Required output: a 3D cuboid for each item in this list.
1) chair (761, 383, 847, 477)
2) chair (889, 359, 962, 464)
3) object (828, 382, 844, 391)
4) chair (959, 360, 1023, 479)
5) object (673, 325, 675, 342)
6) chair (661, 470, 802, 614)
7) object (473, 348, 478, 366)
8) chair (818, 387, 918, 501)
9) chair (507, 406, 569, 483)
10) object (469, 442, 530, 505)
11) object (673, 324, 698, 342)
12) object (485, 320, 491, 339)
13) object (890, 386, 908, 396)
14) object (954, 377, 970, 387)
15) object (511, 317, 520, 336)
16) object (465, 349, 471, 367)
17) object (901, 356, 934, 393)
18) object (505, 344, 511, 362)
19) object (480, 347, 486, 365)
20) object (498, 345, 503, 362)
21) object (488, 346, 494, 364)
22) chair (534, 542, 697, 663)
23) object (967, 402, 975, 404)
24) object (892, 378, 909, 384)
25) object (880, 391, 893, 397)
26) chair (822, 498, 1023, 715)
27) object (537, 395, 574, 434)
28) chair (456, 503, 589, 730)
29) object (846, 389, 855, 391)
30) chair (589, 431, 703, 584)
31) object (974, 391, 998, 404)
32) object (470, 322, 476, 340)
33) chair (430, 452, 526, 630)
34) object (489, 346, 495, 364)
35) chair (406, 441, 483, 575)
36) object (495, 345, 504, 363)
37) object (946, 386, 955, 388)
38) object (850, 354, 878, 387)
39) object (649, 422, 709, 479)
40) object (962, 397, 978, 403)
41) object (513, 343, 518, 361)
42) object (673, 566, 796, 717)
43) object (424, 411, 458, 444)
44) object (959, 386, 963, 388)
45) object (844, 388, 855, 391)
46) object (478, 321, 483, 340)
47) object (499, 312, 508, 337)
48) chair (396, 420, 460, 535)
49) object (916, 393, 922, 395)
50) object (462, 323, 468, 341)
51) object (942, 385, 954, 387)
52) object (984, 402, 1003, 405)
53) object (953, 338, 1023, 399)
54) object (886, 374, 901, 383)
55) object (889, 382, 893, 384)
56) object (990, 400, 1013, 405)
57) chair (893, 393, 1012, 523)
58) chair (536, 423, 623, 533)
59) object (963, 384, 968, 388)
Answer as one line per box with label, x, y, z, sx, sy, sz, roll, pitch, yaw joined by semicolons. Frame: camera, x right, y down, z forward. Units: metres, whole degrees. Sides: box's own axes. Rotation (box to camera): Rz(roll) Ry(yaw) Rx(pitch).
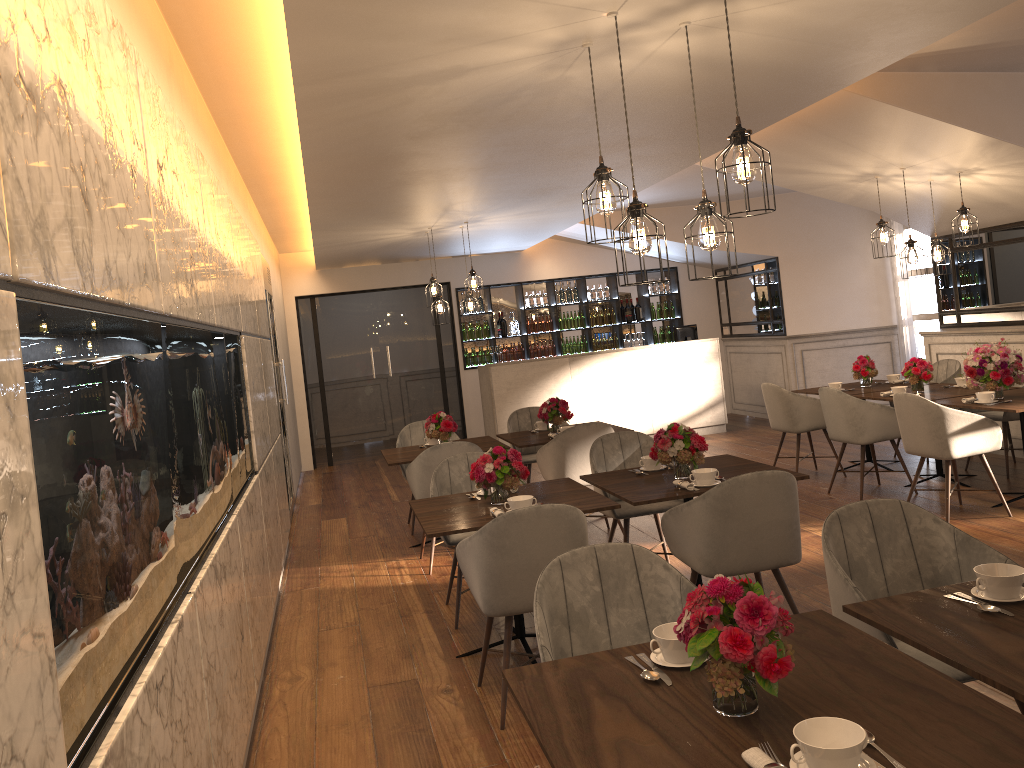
chair;2.536;0.391;7.804;0.527;0.872;0.565;-6;1;-12
chair;3.824;0.233;8.096;0.527;0.872;0.565;-6;1;-12
object;2.875;0.027;7.864;0.148;0.072;0.149;-5;3;31
chair;4.017;0.268;7.177;0.527;0.872;0.565;-6;1;-12
object;2.404;-0.739;13.043;0.066;0.261;0.065;-6;0;-33
chair;1.019;0.790;3.956;0.565;0.872;0.526;-6;1;-12
object;-0.518;-0.383;12.422;0.066;0.261;0.065;-6;0;-33
chair;2.729;0.426;6.885;0.527;0.872;0.565;-6;1;-12
chair;0.251;0.648;7.683;0.565;0.872;0.526;-6;1;-12
object;-0.067;0.442;4.395;0.305;0.301;0.235;-6;1;10
object;2.259;-0.592;11.390;0.410;0.329;0.129;-8;1;-34
object;-0.342;-0.769;12.467;0.066;0.261;0.065;-6;0;-33
object;3.059;0.060;6.988;0.148;0.072;0.149;-5;3;31
object;3.644;-0.013;7.149;0.148;0.072;0.149;-5;3;31
object;0.041;-0.825;12.546;0.108;0.281;0.108;-6;1;34
object;-0.625;-0.369;12.399;0.066;0.261;0.065;-6;0;-33
object;3.254;-0.085;7.129;0.234;0.301;0.306;-6;2;7
object;-0.065;-0.438;12.518;0.066;0.261;0.065;-6;0;-33
object;-0.410;-0.396;12.445;0.066;0.261;0.065;-6;0;-33
object;-0.173;-0.425;12.495;0.066;0.261;0.065;-6;0;-33
object;-0.303;-0.409;12.468;0.066;0.261;0.065;-6;0;-33
chair;0.358;0.948;2.538;0.565;0.872;0.526;-6;1;-12
object;3.246;0.114;6.155;0.193;0.024;0.025;-7;2;-12
object;3.485;-0.025;7.914;0.176;0.039;0.056;-7;2;-12
object;3.037;0.073;7.099;0.176;0.039;0.056;-7;2;-12
chair;1.291;0.834;2.736;0.565;0.872;0.526;-6;1;-12
object;0.331;0.240;7.033;0.304;0.301;0.235;-5;2;36
chair;0.086;0.904;3.758;0.565;0.872;0.526;-6;1;-12
object;2.920;0.061;7.793;0.211;0.004;0.022;-7;3;-12
chair;0.760;0.740;5.259;0.565;0.872;0.526;-6;1;-12
object;3.251;0.095;6.075;0.148;0.072;0.149;-5;3;31
object;-0.557;-0.743;12.421;0.066;0.261;0.065;-6;0;-33
chair;-0.173;0.853;5.061;0.565;0.872;0.526;-6;1;-12
object;-0.238;-0.350;10.695;0.065;0.208;0.065;-6;0;-21
chair;-0.424;0.813;6.182;0.565;0.872;0.526;-6;1;-12
object;-0.156;-0.360;10.717;0.065;0.208;0.145;-6;1;-20
object;3.606;0.021;7.219;0.211;0.004;0.022;-7;3;-12
object;3.156;-0.127;7.943;0.233;0.301;0.306;-5;2;36
object;0.862;0.331;4.564;0.304;0.301;0.235;-6;2;21
object;3.229;0.107;6.187;0.176;0.039;0.056;-7;2;-12
object;0.042;-0.451;12.541;0.066;0.261;0.065;-6;0;-33
object;0.459;0.538;1.875;0.234;0.301;0.305;-6;2;-10
object;-0.537;0.345;6.841;0.235;0.301;0.304;-7;2;-37
object;3.654;0.014;7.069;0.193;0.024;0.025;-7;2;-12
object;2.920;0.058;7.757;0.197;0.015;0.043;-7;3;-16
object;-0.450;-0.756;12.444;0.066;0.261;0.065;-6;0;-33
object;-0.127;-0.844;12.517;0.104;0.359;0.104;-7;1;-40
chair;-0.682;0.762;7.485;0.565;0.872;0.526;-6;1;-12
object;3.105;0.091;6.881;0.197;0.015;0.043;-7;3;-16
object;-0.665;-0.730;12.398;0.066;0.261;0.065;-6;0;-33
object;3.605;0.013;7.255;0.197;0.015;0.043;-7;3;-16
object;3.296;0.129;6.005;0.211;0.004;0.022;-7;3;-12
object;3.390;-0.109;6.238;0.421;0.425;0.405;-7;2;-24
object;3.460;-0.046;8.025;0.148;0.072;0.149;-5;3;31
object;3.469;-0.019;7.945;0.193;0.024;0.025;-7;2;-12
object;3.296;0.125;5.969;0.197;0.015;0.043;-7;3;-16
chair;2.922;0.461;5.966;0.527;0.872;0.565;-6;1;-12
chair;0.509;0.699;6.381;0.565;0.872;0.526;-6;1;-12
object;3.669;0.008;7.037;0.176;0.039;0.056;-7;2;-12
